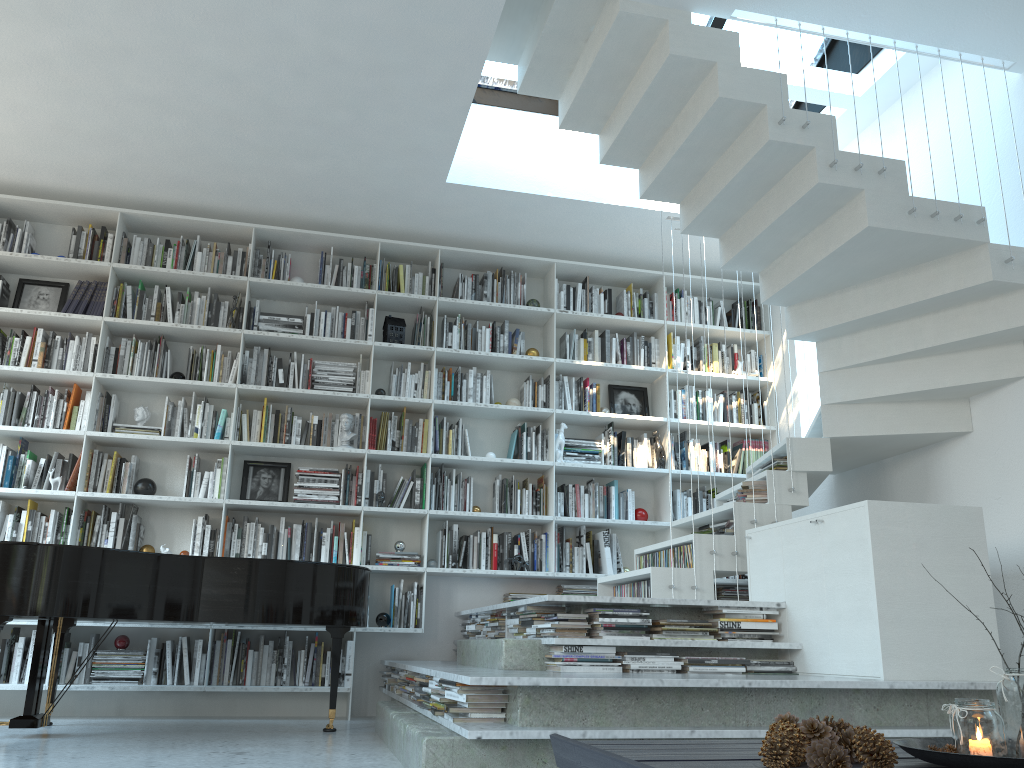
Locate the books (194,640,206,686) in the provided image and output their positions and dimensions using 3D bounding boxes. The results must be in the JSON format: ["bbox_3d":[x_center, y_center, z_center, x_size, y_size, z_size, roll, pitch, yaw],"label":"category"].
[{"bbox_3d":[-1.876,1.671,5.329,0.024,0.259,0.190,5,-17,-12],"label":"books"}]

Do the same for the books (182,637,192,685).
[{"bbox_3d":[-1.951,1.662,5.331,0.073,0.275,0.181,5,-17,-13],"label":"books"}]

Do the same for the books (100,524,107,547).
[{"bbox_3d":[-2.476,0.963,5.399,0.024,0.195,0.157,5,-17,-12],"label":"books"}]

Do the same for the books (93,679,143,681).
[{"bbox_3d":[-2.318,1.744,5.229,0.254,0.007,0.161,5,-17,-13],"label":"books"}]

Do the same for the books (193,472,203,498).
[{"bbox_3d":[-1.988,0.662,5.617,0.030,0.182,0.155,5,-17,-12],"label":"books"}]

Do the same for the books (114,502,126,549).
[{"bbox_3d":[-2.414,0.904,5.450,0.013,0.338,0.138,5,-16,-12],"label":"books"}]

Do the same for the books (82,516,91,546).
[{"bbox_3d":[-2.567,0.933,5.381,0.030,0.238,0.157,5,-16,-12],"label":"books"}]

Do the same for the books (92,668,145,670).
[{"bbox_3d":[-2.313,1.681,5.236,0.285,0.007,0.160,6,-17,-17],"label":"books"}]

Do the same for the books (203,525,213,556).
[{"bbox_3d":[-1.898,0.999,5.529,0.029,0.220,0.153,5,-17,-12],"label":"books"}]

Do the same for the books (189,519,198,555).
[{"bbox_3d":[-1.983,0.978,5.523,0.012,0.253,0.161,5,-16,-12],"label":"books"}]

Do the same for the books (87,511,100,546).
[{"bbox_3d":[-2.544,0.917,5.382,0.012,0.271,0.182,5,-17,-12],"label":"books"}]

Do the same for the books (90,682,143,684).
[{"bbox_3d":[-2.318,1.757,5.226,0.285,0.007,0.160,5,-17,-13],"label":"books"}]

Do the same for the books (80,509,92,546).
[{"bbox_3d":[-2.588,0.911,5.385,0.013,0.282,0.147,5,-16,-12],"label":"books"}]

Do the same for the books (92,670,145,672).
[{"bbox_3d":[-2.314,1.695,5.234,0.285,0.007,0.160,6,-17,-16],"label":"books"}]

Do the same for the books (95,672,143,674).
[{"bbox_3d":[-2.314,1.702,5.233,0.254,0.007,0.161,6,-17,-16],"label":"books"}]

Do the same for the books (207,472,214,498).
[{"bbox_3d":[-1.904,0.664,5.626,0.024,0.187,0.173,5,-17,-12],"label":"books"}]

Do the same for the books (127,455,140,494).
[{"bbox_3d":[-2.366,0.590,5.541,0.028,0.265,0.145,5,-16,-12],"label":"books"}]

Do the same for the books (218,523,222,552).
[{"bbox_3d":[-1.829,1.004,5.580,0.019,0.241,0.108,5,-16,-12],"label":"books"}]

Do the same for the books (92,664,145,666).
[{"bbox_3d":[-2.315,1.665,5.253,0.285,0.007,0.160,5,-17,-13],"label":"books"}]

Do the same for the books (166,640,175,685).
[{"bbox_3d":[-2.040,1.665,5.305,0.062,0.252,0.178,5,-17,-12],"label":"books"}]

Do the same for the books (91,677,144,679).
[{"bbox_3d":[-2.316,1.728,5.225,0.285,0.007,0.160,6,-17,-16],"label":"books"}]

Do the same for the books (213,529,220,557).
[{"bbox_3d":[-1.844,1.015,5.545,0.024,0.200,0.159,5,-17,-12],"label":"books"}]

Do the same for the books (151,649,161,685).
[{"bbox_3d":[-2.111,1.683,5.282,0.029,0.201,0.178,5,-17,-12],"label":"books"}]

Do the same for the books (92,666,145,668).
[{"bbox_3d":[-2.315,1.671,5.249,0.285,0.007,0.160,5,-17,-12],"label":"books"}]

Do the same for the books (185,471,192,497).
[{"bbox_3d":[-2.034,0.653,5.593,0.025,0.185,0.154,5,-17,-12],"label":"books"}]

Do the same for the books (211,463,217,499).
[{"bbox_3d":[-1.884,0.635,5.628,0.012,0.244,0.171,5,-17,-12],"label":"books"}]

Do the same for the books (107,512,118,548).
[{"bbox_3d":[-2.428,0.929,5.412,0.027,0.268,0.185,5,-17,-12],"label":"books"}]

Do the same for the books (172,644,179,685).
[{"bbox_3d":[-2.004,1.677,5.308,0.011,0.231,0.174,5,-17,-12],"label":"books"}]

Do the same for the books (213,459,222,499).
[{"bbox_3d":[-1.866,0.627,5.642,0.027,0.268,0.179,5,-17,-12],"label":"books"}]

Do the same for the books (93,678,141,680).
[{"bbox_3d":[-2.317,1.737,5.229,0.254,0.007,0.161,5,-17,-12],"label":"books"}]

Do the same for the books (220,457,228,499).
[{"bbox_3d":[-1.830,0.622,5.645,0.021,0.280,0.162,5,-16,-12],"label":"books"}]

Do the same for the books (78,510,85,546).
[{"bbox_3d":[-2.603,0.916,5.390,0.013,0.274,0.147,5,-16,-12],"label":"books"}]

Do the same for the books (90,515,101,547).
[{"bbox_3d":[-2.520,0.933,5.392,0.042,0.247,0.163,5,-16,-12],"label":"books"}]

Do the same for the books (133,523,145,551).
[{"bbox_3d":[-2.293,0.972,5.449,0.023,0.211,0.160,5,-17,-12],"label":"books"}]

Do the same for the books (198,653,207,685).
[{"bbox_3d":[-1.857,1.716,5.338,0.024,0.179,0.172,5,-17,-12],"label":"books"}]

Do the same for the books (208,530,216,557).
[{"bbox_3d":[-1.874,1.019,5.551,0.031,0.194,0.142,5,-17,-12],"label":"books"}]

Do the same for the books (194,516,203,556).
[{"bbox_3d":[-1.947,0.971,5.523,0.027,0.268,0.159,5,-16,-12],"label":"books"}]

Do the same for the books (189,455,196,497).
[{"bbox_3d":[-2.018,0.607,5.622,0.011,0.290,0.156,5,-16,-12],"label":"books"}]

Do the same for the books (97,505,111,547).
[{"bbox_3d":[-2.492,0.903,5.406,0.014,0.312,0.166,5,-16,-12],"label":"books"}]

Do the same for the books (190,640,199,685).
[{"bbox_3d":[-1.907,1.678,5.352,0.025,0.258,0.133,5,-16,-12],"label":"books"}]

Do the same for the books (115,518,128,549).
[{"bbox_3d":[-2.393,0.951,5.433,0.029,0.240,0.136,5,-16,-12],"label":"books"}]

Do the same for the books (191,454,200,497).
[{"bbox_3d":[-2.006,0.604,5.622,0.012,0.297,0.166,5,-16,-12],"label":"books"}]

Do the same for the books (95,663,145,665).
[{"bbox_3d":[-2.318,1.659,5.253,0.254,0.005,0.161,5,-17,-13],"label":"books"}]

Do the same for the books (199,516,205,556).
[{"bbox_3d":[-1.932,0.973,5.541,0.010,0.276,0.156,5,-16,-12],"label":"books"}]

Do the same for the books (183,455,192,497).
[{"bbox_3d":[-2.052,0.605,5.606,0.012,0.284,0.160,5,-16,-12],"label":"books"}]

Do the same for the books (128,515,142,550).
[{"bbox_3d":[-2.313,0.943,5.436,0.027,0.260,0.164,5,-16,-12],"label":"books"}]

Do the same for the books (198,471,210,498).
[{"bbox_3d":[-1.942,0.659,5.613,0.057,0.188,0.156,5,-17,-12],"label":"books"}]

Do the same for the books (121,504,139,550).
[{"bbox_3d":[-2.350,0.908,5.439,0.050,0.327,0.167,5,-16,-12],"label":"books"}]

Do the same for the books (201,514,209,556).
[{"bbox_3d":[-1.920,0.966,5.542,0.014,0.290,0.132,5,-16,-12],"label":"books"}]

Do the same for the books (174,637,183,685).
[{"bbox_3d":[-1.991,1.656,5.310,0.012,0.274,0.180,5,-16,-12],"label":"books"}]

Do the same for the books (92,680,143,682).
[{"bbox_3d":[-2.316,1.748,5.219,0.254,0.007,0.161,4,-17,-9],"label":"books"}]

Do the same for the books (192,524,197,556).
[{"bbox_3d":[-1.972,0.995,5.530,0.015,0.224,0.148,5,-16,-12],"label":"books"}]

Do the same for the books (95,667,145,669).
[{"bbox_3d":[-2.315,1.677,5.246,0.254,0.007,0.161,5,-17,-12],"label":"books"}]

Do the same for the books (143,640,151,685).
[{"bbox_3d":[-2.160,1.653,5.275,0.012,0.253,0.161,5,-16,-12],"label":"books"}]

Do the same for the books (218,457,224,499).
[{"bbox_3d":[-1.845,0.621,5.638,0.011,0.278,0.188,5,-17,-12],"label":"books"}]

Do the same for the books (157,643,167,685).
[{"bbox_3d":[-2.085,1.672,5.304,0.028,0.237,0.136,5,-16,-12],"label":"books"}]

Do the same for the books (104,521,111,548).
[{"bbox_3d":[-2.453,0.954,5.403,0.021,0.214,0.172,5,-17,-12],"label":"books"}]

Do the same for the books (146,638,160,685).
[{"bbox_3d":[-2.143,1.654,5.296,0.031,0.265,0.145,5,-16,-12],"label":"books"}]
